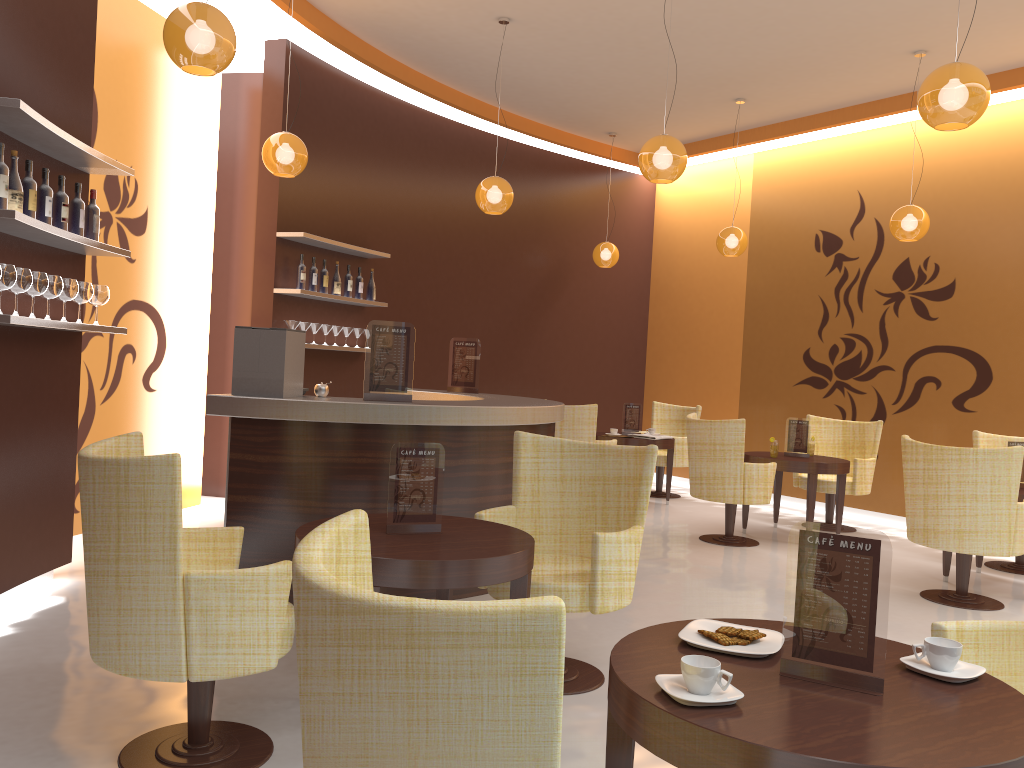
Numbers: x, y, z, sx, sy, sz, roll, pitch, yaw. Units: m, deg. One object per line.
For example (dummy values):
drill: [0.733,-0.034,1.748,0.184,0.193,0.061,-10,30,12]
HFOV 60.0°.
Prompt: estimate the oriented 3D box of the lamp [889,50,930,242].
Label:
lamp: [3.215,-1.897,7.087,0.299,1.500,0.299,3,1,-11]

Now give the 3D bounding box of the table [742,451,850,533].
table: [2.419,0.965,7.625,0.872,0.679,0.874,3,1,-5]

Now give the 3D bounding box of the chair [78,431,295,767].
chair: [-1.038,0.692,2.854,0.685,1.017,0.729,3,1,-29]

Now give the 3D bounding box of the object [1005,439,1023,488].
object: [3.449,0.543,6.070,0.209,0.335,0.042,3,1,-18]

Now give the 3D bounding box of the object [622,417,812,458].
object: [1.877,0.414,8.381,0.187,0.335,2.090,2,1,-40]

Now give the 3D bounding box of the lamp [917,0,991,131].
lamp: [2.020,-1.906,3.980,0.299,1.500,0.299,3,1,-25]

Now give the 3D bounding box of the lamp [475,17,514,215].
lamp: [-0.103,-2.076,6.883,0.299,1.500,0.299,3,1,-18]

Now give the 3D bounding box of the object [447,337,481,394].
object: [-0.361,-0.141,6.686,0.258,0.414,0.052,4,1,23]

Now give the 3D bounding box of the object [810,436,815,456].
object: [2.643,0.548,7.839,0.067,0.171,0.072,3,1,11]

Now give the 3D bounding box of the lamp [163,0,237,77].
lamp: [-1.297,-2.086,3.776,0.299,1.500,0.299,4,1,32]

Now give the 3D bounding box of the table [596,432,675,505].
table: [1.208,0.871,9.104,0.872,0.679,0.874,3,1,0]

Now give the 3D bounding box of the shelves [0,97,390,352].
shelves: [-1.851,-0.728,5.862,0.586,0.902,4.744,3,1,11]

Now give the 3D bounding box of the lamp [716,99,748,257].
lamp: [2.154,-1.982,8.538,0.299,1.500,0.299,3,1,7]

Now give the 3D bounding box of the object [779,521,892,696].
object: [0.685,0.467,1.878,0.209,0.335,0.042,4,1,29]

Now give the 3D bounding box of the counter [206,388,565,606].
counter: [-0.494,0.630,5.593,1.586,1.100,2.917,3,1,9]

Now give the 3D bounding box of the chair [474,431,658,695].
chair: [0.218,0.743,3.843,0.729,1.017,0.685,4,1,32]

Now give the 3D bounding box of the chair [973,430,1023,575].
chair: [3.895,0.894,6.746,0.729,1.017,0.685,4,1,22]

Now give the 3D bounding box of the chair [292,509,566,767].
chair: [-0.044,0.772,1.512,0.685,1.017,0.729,2,1,-33]

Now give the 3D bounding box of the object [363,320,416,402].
object: [-0.631,-0.117,4.579,0.258,0.414,0.052,3,1,-22]

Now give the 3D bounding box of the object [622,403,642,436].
object: [1.239,0.364,9.145,0.209,0.335,0.042,3,1,-13]

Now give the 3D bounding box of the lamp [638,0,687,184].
lamp: [0.959,-1.991,5.432,0.299,1.500,0.299,4,1,32]

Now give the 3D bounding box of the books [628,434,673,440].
books: [1.391,0.528,8.894,0.345,0.035,0.367,4,1,44]

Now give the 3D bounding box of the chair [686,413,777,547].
chair: [1.747,0.767,7.180,0.685,1.017,0.729,3,1,-19]

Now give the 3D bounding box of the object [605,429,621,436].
object: [1.020,0.485,8.889,0.153,0.069,0.153,3,1,-10]

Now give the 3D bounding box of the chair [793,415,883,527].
chair: [2.984,0.817,8.192,0.729,1.017,0.685,4,1,42]

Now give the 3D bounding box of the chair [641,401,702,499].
chair: [1.685,0.716,9.763,0.685,1.017,0.729,2,1,-37]

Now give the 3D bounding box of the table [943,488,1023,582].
table: [3.415,1.049,6.087,0.872,0.679,0.874,3,1,0]

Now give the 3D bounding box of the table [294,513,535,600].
table: [-0.370,0.891,3.276,0.872,0.679,0.874,3,1,10]

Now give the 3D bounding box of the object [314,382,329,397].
object: [-1.002,0.030,4.671,0.075,0.077,0.075,4,1,23]

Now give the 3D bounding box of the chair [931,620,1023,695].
chair: [1.413,0.840,2.170,0.685,1.017,0.729,3,1,-4]

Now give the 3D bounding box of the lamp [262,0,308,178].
lamp: [-1.472,-2.134,5.878,0.299,1.500,0.299,3,1,-18]

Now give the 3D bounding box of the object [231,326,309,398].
object: [-1.214,-0.111,4.534,0.270,0.340,0.373,3,1,9]

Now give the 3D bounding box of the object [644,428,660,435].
object: [1.472,0.502,9.310,0.153,0.069,0.153,4,1,37]

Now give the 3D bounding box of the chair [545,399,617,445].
chair: [0.624,0.679,8.571,0.685,1.017,0.729,2,1,-39]

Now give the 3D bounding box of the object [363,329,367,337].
object: [-1.311,-0.407,8.057,0.137,0.174,0.137,4,1,29]

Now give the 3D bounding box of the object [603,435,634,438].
object: [1.005,0.513,8.876,0.239,0.021,0.464,3,1,-23]

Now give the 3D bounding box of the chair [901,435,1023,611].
chair: [2.830,0.856,5.553,0.685,1.017,0.729,2,1,-39]

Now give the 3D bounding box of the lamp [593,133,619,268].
lamp: [1.092,-2.067,9.990,0.299,1.500,0.299,2,1,-36]

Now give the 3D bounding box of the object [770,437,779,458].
object: [2.200,0.531,7.434,0.067,0.171,0.072,4,1,36]

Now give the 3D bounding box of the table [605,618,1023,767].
table: [0.631,0.971,1.923,0.872,0.679,0.874,3,1,10]
